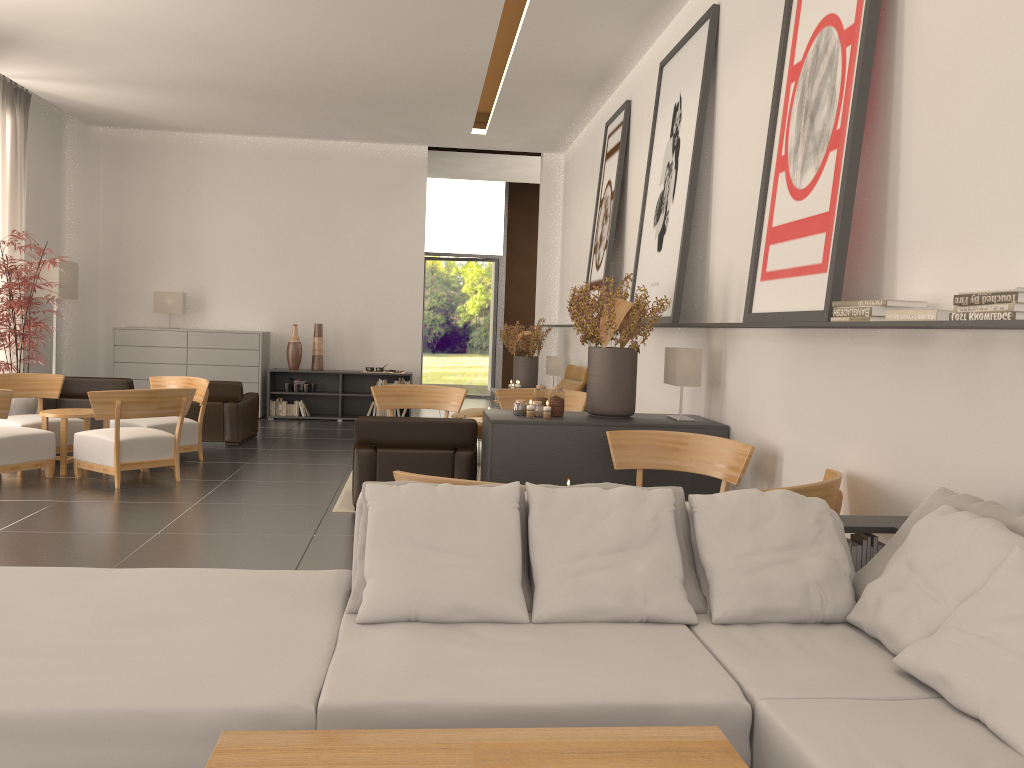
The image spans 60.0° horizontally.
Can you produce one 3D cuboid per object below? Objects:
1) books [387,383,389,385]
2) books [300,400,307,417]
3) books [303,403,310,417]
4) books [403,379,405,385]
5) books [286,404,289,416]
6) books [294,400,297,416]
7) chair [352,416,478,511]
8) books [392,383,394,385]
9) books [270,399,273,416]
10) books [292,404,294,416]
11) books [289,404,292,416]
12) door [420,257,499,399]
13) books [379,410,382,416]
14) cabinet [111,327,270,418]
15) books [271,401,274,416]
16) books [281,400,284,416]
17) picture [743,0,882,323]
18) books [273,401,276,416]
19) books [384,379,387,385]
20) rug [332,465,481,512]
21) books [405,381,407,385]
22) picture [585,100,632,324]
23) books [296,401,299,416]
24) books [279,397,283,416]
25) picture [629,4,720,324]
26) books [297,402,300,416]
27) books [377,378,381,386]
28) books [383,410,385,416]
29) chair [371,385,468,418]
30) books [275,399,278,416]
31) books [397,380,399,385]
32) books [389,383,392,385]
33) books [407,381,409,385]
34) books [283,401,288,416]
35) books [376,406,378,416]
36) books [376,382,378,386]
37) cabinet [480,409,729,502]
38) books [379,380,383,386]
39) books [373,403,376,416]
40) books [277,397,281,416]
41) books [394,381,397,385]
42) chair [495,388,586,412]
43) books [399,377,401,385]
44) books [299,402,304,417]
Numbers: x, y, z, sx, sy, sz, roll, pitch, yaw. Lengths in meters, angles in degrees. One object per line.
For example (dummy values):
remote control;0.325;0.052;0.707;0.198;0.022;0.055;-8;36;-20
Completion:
books;-2.732;0.107;19.553;0.054;0.249;0.167;2;3;-6
books;-4.543;0.524;19.355;0.138;0.354;0.236;2;3;-6
books;-4.484;0.557;19.354;0.142;0.289;0.252;2;3;-6
books;-2.384;0.065;19.565;0.039;0.357;0.210;2;3;-6
books;-4.882;0.563;19.357;0.054;0.249;0.167;2;3;-6
books;-4.713;0.529;19.362;0.054;0.328;0.187;2;3;-6
chair;-1.159;0.886;10.679;1.537;1.075;1.501;2;3;-6
books;-2.622;0.111;19.564;0.054;0.249;0.167;2;3;-6
books;-5.232;0.510;19.276;0.022;0.338;0.253;2;3;-6
books;-4.771;0.566;19.368;0.054;0.249;0.167;2;3;-6
books;-4.827;0.565;19.363;0.054;0.249;0.167;2;3;-6
door;-1.648;-1.718;27.121;2.377;4.265;0.100;3;2;9
books;-2.898;0.583;19.544;0.057;0.327;0.257;2;3;-6
cabinet;-6.967;-0.253;19.375;3.080;1.875;1.041;2;3;-6
books;-5.197;0.527;19.294;0.048;0.305;0.226;2;3;-6
books;-4.981;0.527;19.311;0.039;0.318;0.236;2;3;-6
picture;2.312;-2.207;6.762;0.384;3.490;1.601;2;3;-6
books;-5.151;0.526;19.289;0.039;0.312;0.246;2;3;-6
books;-2.786;0.067;19.536;0.054;0.328;0.187;2;3;-6
rug;-0.214;1.382;11.955;4.000;0.010;3.561;2;4;-6
books;-2.342;0.090;19.552;0.039;0.312;0.246;2;3;-6
picture;1.522;-2.719;14.596;0.384;3.490;1.601;2;3;-6
books;-4.672;0.534;19.333;0.019;0.324;0.254;2;3;-6
books;-5.020;0.494;19.307;0.039;0.384;0.233;2;3;-6
picture;1.905;-2.471;10.797;0.384;3.490;2.195;2;3;-6
books;-4.653;0.544;19.343;0.017;0.305;0.239;2;3;-6
books;-2.950;0.051;19.494;0.138;0.354;0.236;2;3;-6
books;-2.819;0.545;19.563;0.031;0.405;0.231;2;3;-6
chair;-1.374;0.658;13.001;1.452;1.225;1.152;2;3;-6
books;-5.112;0.503;19.310;0.039;0.357;0.210;2;3;-6
books;-2.513;0.081;19.539;0.039;0.318;0.236;2;3;-6
books;-2.677;0.109;19.559;0.054;0.249;0.167;2;3;-6
books;-2.298;0.094;19.566;0.048;0.305;0.226;2;3;-6
books;-4.932;0.533;19.312;0.054;0.311;0.244;2;3;-6
books;-2.965;0.556;19.541;0.041;0.376;0.248;2;3;-6
books;-3.009;0.081;19.481;0.142;0.289;0.252;2;3;-6
cabinet;0.906;0.966;9.370;2.400;1.239;1.121;2;3;-6
books;-2.913;0.069;19.490;0.130;0.322;0.252;2;3;-6
books;-3.020;0.572;19.527;0.071;0.344;0.265;2;3;-6
books;-5.075;0.491;19.308;0.029;0.385;0.220;2;3;-6
books;-2.561;0.084;19.530;0.054;0.311;0.244;2;3;-6
chair;0.475;0.713;13.190;1.452;1.225;1.152;2;3;-6
books;-2.472;0.050;19.544;0.039;0.384;0.233;2;3;-6
books;-4.579;0.539;19.344;0.130;0.322;0.252;2;3;-6
